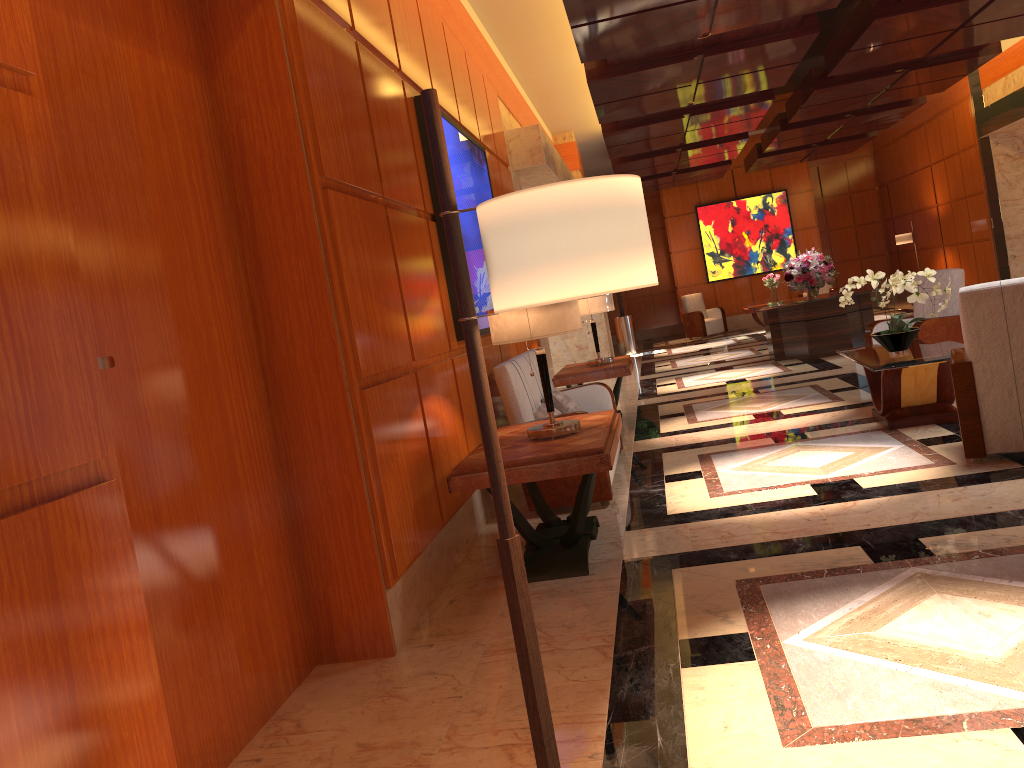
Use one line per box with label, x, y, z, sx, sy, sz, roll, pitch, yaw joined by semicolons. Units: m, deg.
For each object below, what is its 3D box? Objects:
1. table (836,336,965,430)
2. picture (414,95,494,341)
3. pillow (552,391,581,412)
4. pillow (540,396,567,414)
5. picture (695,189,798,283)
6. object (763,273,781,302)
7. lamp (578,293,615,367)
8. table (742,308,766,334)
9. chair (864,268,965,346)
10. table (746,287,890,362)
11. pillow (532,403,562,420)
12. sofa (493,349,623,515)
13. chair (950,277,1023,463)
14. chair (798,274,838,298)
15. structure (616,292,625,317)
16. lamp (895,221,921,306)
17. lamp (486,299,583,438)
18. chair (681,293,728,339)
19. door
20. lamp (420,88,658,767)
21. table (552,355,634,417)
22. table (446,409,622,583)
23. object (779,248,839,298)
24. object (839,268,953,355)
table;2.833;0.008;6.293;0.721;0.495;1.565;-9;4;13
picture;-0.269;-1.075;6.176;0.056;1.449;2.003;-10;4;10
pillow;0.402;0.154;6.581;0.202;0.229;0.274;-9;4;12
pillow;0.298;0.193;6.145;0.160;0.252;0.359;-10;4;6
picture;5.189;-3.252;19.576;1.994;1.734;0.057;-9;2;9
object;5.013;-1.833;17.012;0.349;0.595;0.328;-8;3;29
lamp;0.775;-0.580;8.457;0.457;0.808;0.460;-9;3;19
table;5.093;-1.271;17.007;1.166;0.533;0.727;-9;4;9
chair;3.527;-0.472;7.668;0.629;0.959;0.738;-11;3;-12
table;4.087;-0.790;11.868;1.598;0.743;1.605;-9;4;9
pillow;0.261;0.243;5.712;0.195;0.226;0.345;-9;4;15
sofa;0.375;0.217;6.155;0.612;0.930;1.805;-9;4;10
chair;2.784;-0.110;4.775;0.736;0.959;0.631;-8;3;28
chair;6.505;-1.888;18.815;0.736;0.959;0.631;-8;3;28
structure;2.153;-1.681;17.808;0.723;1.710;0.722;-11;3;-13
lamp;7.901;-2.369;17.412;0.527;1.658;0.360;-10;2;-1
lamp;0.142;-0.150;4.360;0.460;0.792;0.458;-12;3;-29
chair;4.136;-1.501;19.204;0.740;0.959;0.627;-12;3;-32
door;-0.967;-0.133;2.689;0.340;2.647;1.542;-10;3;10
lamp;0.075;0.271;1.634;0.527;1.658;0.360;-10;2;-1
table;0.852;0.111;8.629;0.725;0.605;1.274;-9;4;10
table;0.210;0.557;4.465;0.725;0.605;1.274;-9;4;10
object;3.963;-1.479;11.821;0.650;0.657;0.681;-10;3;1
object;2.663;-0.518;6.164;0.789;0.616;0.417;-11;3;-13
